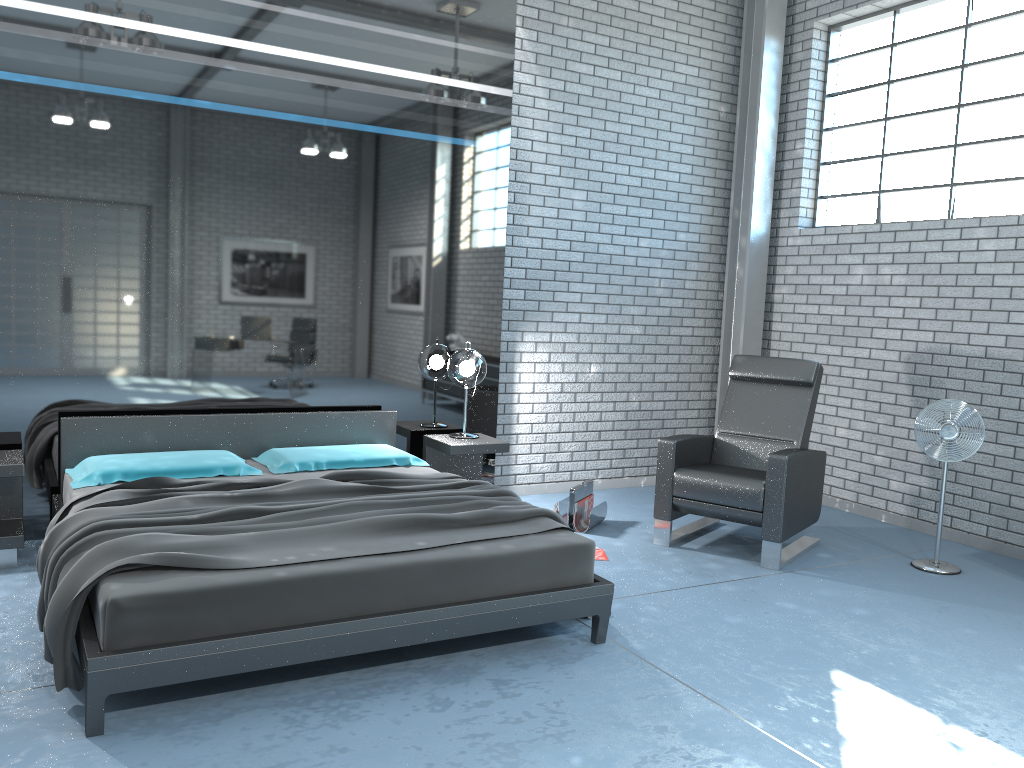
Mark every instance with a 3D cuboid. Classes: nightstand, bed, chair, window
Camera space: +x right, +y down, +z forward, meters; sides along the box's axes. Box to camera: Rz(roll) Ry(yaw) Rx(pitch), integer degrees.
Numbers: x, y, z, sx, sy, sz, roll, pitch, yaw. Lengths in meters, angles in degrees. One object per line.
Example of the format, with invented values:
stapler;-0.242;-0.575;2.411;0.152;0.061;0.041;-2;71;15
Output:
nightstand;-0.296;0.589;5.513;0.400;0.501;0.400;0;6;-30
bed;-0.901;0.618;4.087;2.290;0.674;2.261;0;6;-30
chair;1.402;0.395;5.248;0.763;1.099;0.940;7;7;35
window;2.892;-1.789;5.713;0.100;1.500;2.200;0;6;-30
nightstand;-2.554;0.601;4.223;0.400;0.501;0.400;0;6;-30

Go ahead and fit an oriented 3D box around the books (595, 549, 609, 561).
books;0.370;0.931;4.872;0.300;0.005;0.214;3;5;0

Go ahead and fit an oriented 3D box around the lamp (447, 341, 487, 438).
lamp;-0.282;0.029;5.537;0.259;0.596;0.250;1;6;-21

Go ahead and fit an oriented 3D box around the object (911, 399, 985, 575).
object;2.379;0.549;4.886;0.342;0.954;0.258;5;6;26

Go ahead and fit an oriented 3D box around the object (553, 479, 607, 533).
object;0.426;0.746;5.483;0.236;0.271;0.352;5;6;24

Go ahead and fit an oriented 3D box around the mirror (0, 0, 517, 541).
mirror;-1.531;-0.930;4.998;3.400;3.500;0.050;0;6;-30

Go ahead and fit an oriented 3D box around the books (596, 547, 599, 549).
books;0.339;0.908;5.072;0.219;0.011;0.297;1;6;-18

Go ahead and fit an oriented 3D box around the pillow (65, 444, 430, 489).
pillow;-1.364;0.420;4.734;1.810;0.115;0.567;0;6;-30
